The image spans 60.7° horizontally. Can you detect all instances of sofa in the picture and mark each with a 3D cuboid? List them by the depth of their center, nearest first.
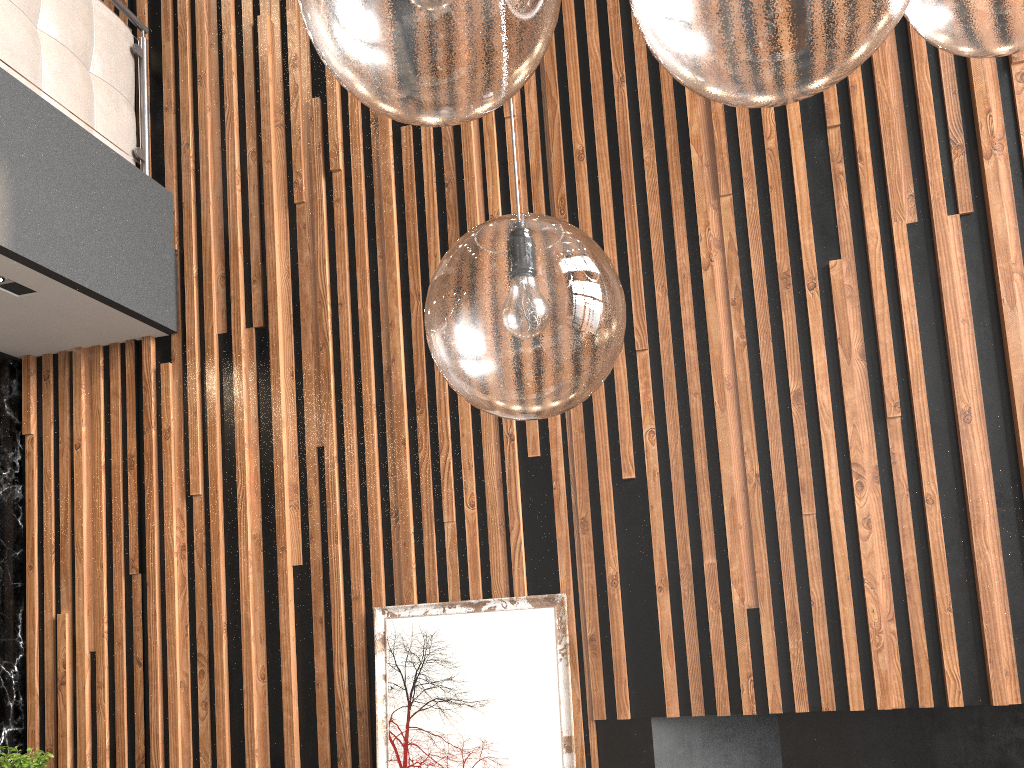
[{"bbox_3d":[-2.929,-1.296,2.929,2.293,0.764,2.335,-7,-15,13],"label":"sofa"}]

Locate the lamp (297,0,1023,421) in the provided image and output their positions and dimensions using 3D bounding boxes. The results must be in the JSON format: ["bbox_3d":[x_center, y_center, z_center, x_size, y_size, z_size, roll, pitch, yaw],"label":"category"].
[{"bbox_3d":[0.066,-2.496,0.942,1.235,4.890,1.252,-5,-7,10],"label":"lamp"}]

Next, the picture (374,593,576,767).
[{"bbox_3d":[-0.137,1.263,3.096,0.731,0.978,0.103,-6,-7,14],"label":"picture"}]

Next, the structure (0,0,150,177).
[{"bbox_3d":[-3.658,-1.464,2.072,3.385,0.723,4.330,-7,-15,13],"label":"structure"}]

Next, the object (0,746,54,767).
[{"bbox_3d":[-1.467,1.248,2.516,0.310,0.399,0.278,1,-10,-26],"label":"object"}]

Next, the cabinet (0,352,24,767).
[{"bbox_3d":[-4.399,0.829,2.931,6.220,3.176,3.705,-7,-12,14],"label":"cabinet"}]
